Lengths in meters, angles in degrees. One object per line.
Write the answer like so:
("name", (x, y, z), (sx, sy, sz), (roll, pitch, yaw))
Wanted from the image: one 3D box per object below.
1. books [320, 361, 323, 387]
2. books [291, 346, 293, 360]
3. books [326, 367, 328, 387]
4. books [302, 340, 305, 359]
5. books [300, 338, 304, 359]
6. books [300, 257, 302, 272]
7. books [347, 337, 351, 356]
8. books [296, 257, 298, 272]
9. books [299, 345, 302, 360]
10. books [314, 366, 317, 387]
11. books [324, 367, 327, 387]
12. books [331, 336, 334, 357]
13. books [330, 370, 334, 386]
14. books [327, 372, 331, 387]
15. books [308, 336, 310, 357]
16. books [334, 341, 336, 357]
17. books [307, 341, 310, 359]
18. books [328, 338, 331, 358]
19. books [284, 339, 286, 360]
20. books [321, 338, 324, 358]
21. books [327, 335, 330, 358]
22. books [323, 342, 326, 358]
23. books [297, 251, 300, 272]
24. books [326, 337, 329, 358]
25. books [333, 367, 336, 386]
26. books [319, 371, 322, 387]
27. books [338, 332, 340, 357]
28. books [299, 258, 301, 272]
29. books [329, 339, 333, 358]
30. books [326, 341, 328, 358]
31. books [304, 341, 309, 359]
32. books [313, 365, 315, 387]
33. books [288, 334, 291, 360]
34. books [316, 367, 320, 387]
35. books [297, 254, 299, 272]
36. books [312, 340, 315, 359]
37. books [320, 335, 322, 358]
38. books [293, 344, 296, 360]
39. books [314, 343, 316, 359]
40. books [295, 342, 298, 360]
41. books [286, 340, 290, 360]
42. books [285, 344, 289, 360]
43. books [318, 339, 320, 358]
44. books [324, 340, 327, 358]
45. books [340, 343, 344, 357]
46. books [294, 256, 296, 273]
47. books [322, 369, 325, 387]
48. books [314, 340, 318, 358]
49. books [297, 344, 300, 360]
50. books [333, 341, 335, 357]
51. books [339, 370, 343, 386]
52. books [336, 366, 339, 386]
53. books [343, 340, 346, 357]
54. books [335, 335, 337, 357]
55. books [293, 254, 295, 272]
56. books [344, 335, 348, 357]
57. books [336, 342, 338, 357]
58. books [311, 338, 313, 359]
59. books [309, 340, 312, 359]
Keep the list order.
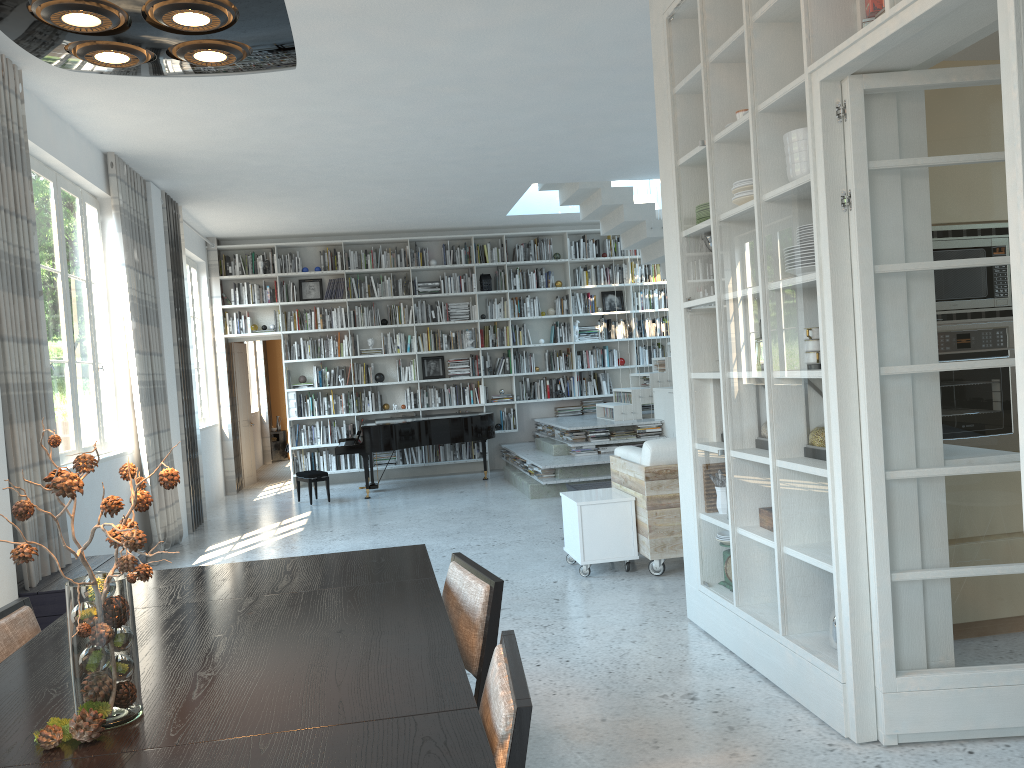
("books", (-2.468, -0.130, 11.518), (0.011, 0.336, 0.153), (-4, 2, -9))
("books", (-2.829, -0.395, 11.434), (0.037, 0.182, 0.189), (-4, 1, -9))
("books", (-2.399, -0.092, 11.510), (0.011, 0.250, 0.172), (-4, 2, -9))
("books", (-2.689, -0.437, 11.460), (0.011, 0.246, 0.176), (-4, 2, -9))
("books", (-2.708, -0.454, 11.465), (0.023, 0.281, 0.174), (-4, 2, -9))
("books", (-2.719, -1.523, 11.454), (0.013, 0.210, 0.136), (-4, 2, -9))
("books", (-2.125, -0.484, 11.565), (0.036, 0.257, 0.123), (-4, 2, -9))
("books", (-2.767, -1.521, 11.421), (0.021, 0.214, 0.173), (-4, 2, -9))
("books", (-2.731, -0.406, 11.485), (0.021, 0.187, 0.129), (-4, 2, -9))
("books", (-2.540, -0.093, 11.495), (0.024, 0.273, 0.150), (-4, 2, -9))
("books", (-2.418, -0.090, 11.526), (0.022, 0.249, 0.129), (-4, 2, -9))
("books", (-2.329, -0.478, 11.515), (0.015, 0.275, 0.157), (-4, 2, -9))
("books", (-2.339, -0.078, 11.541), (0.056, 0.214, 0.142), (-4, 2, -9))
("books", (-2.375, -0.063, 11.502), (0.029, 0.190, 0.189), (-4, 1, -9))
("books", (-2.618, -0.466, 11.474), (0.011, 0.293, 0.183), (-4, 2, -9))
("books", (-2.301, -0.453, 11.539), (0.021, 0.221, 0.148), (-4, 2, -9))
("books", (-2.628, -0.434, 11.475), (0.014, 0.230, 0.148), (-4, 2, -9))
("books", (-2.372, -0.463, 11.528), (0.011, 0.252, 0.139), (-4, 2, -9))
("books", (-2.920, -0.441, 11.441), (0.012, 0.285, 0.159), (-4, 2, -9))
("books", (-2.456, -0.460, 11.511), (0.021, 0.256, 0.156), (-4, 2, -9))
("books", (-2.385, -0.489, 11.531), (0.011, 0.304, 0.129), (-4, 2, -9))
("books", (-2.433, -0.435, 11.516), (0.021, 0.205, 0.130), (-4, 2, -9))
("books", (-2.750, -1.562, 11.456), (0.015, 0.293, 0.130), (-4, 2, -9))
("books", (-2.392, -0.472, 11.514), (0.012, 0.272, 0.145), (-4, 2, -9))
("books", (-2.306, -0.095, 11.546), (0.013, 0.242, 0.141), (-4, 2, -9))
("books", (-2.478, -0.065, 11.484), (0.029, 0.208, 0.189), (-4, 2, -9))
("books", (-2.248, -0.509, 11.536), (0.035, 0.326, 0.170), (-4, 2, -9))
("books", (-2.731, -1.518, 11.442), (0.014, 0.202, 0.170), (-4, 2, -9))
("books", (-2.354, -0.460, 11.541), (0.028, 0.242, 0.131), (-4, 2, -9))
("books", (-2.404, -0.449, 11.518), (0.013, 0.228, 0.151), (-4, 2, -9))
("books", (-2.663, -0.438, 11.488), (0.049, 0.243, 0.139), (-4, 2, -9))
("books", (-2.559, -0.098, 11.493), (0.012, 0.285, 0.159), (-4, 2, -9))
("books", (-2.857, -0.469, 11.421), (0.012, 0.334, 0.184), (-4, 2, -9))
("books", (-2.514, -0.086, 11.507), (0.031, 0.255, 0.143), (-4, 2, -9))
("books", (-2.759, -1.565, 11.442), (0.007, 0.301, 0.145), (-4, 2, -9))
("books", (-2.566, -0.442, 11.475), (0.024, 0.237, 0.166), (-4, 2, -9))
("books", (-2.472, -0.480, 11.498), (0.013, 0.300, 0.151), (-4, 2, -9))
("books", (-2.809, -0.410, 11.455), (0.042, 0.209, 0.143), (-4, 2, -9))
("books", (-2.552, -0.427, 11.505), (0.010, 0.204, 0.139), (-4, 2, -9))
("books", (-2.776, -0.426, 11.443), (0.022, 0.235, 0.177), (-4, 2, -9))
("books", (-2.874, -0.434, 11.422), (0.027, 0.266, 0.176), (-4, 2, -9))
("books", (-2.898, -0.404, 11.436), (0.026, 0.209, 0.155), (-4, 2, -9))
("books", (-2.503, -0.456, 11.511), (0.048, 0.256, 0.141), (-4, 2, -9))
("books", (-2.415, -0.448, 11.504), (0.013, 0.229, 0.177), (-4, 2, -9))
("books", (-2.212, -0.440, 11.547), (0.030, 0.183, 0.151), (-4, 2, -9))
("books", (-2.785, -1.522, 11.425), (0.013, 0.220, 0.181), (-4, 2, -9))
("books", (-2.445, -0.080, 11.529), (0.030, 0.231, 0.148), (-4, 2, -9))
("books", (-2.534, -0.447, 11.489), (0.023, 0.242, 0.184), (-4, 2, -9))
("books", (-2.748, -0.412, 11.438), (0.028, 0.204, 0.188), (-4, 1, -9))
("books", (-2.317, -0.450, 11.532), (0.012, 0.217, 0.160), (-4, 2, -9))
("books", (-2.221, -0.083, 11.538), (0.030, 0.207, 0.172), (-4, 2, -9))
("books", (-2.268, -0.104, 11.537), (0.060, 0.255, 0.158), (-4, 2, -9))
("books", (-2.183, -0.462, 11.551), (0.031, 0.223, 0.144), (-4, 2, -9))
("books", (-2.287, -0.490, 11.545), (0.015, 0.293, 0.143), (-4, 2, -9))
("books", (-2.800, -1.538, 11.432), (0.013, 0.253, 0.129), (-4, 2, -9))
("books", (-2.158, -0.496, 11.559), (0.027, 0.286, 0.148), (-4, 2, -9))
("books", (-2.268, -0.446, 11.534), (0.013, 0.203, 0.161), (-4, 2, -9))
("books", (-2.587, -0.457, 11.488), (0.011, 0.271, 0.157), (-4, 2, -9))
("books", (-2.599, -0.444, 11.469), (0.021, 0.247, 0.189), (-4, 2, -9))
